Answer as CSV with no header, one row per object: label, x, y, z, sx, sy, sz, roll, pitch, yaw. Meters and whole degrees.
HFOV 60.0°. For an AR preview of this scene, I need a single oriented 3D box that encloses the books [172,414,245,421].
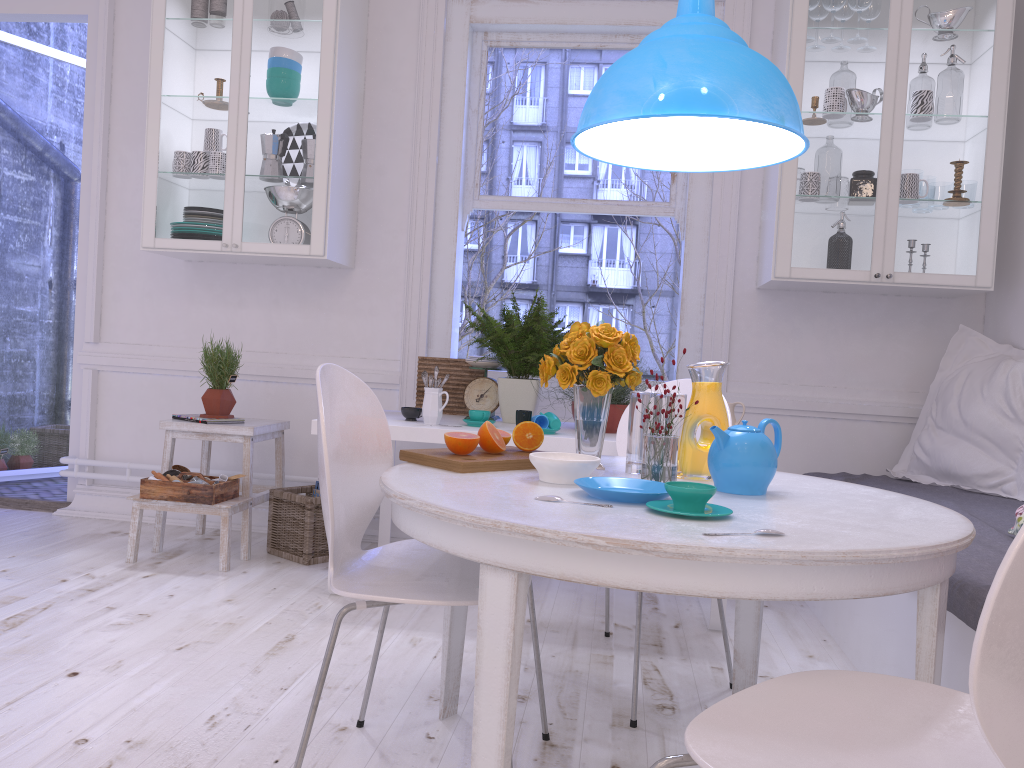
books,-1.263,0.139,3.690,0.246,0.007,0.180,5,2,37

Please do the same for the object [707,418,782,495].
object,0.481,0.146,1.826,0.156,0.151,0.150,4,2,10

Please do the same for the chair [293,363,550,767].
chair,-0.162,0.394,1.774,0.483,0.845,0.604,4,2,7

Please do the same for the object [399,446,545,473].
object,-0.054,0.171,2.044,0.347,0.024,0.224,2,2,-43

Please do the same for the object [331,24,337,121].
object,-1.114,-1.203,3.901,0.811,0.651,0.376,4,2,7

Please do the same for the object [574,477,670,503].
object,0.213,0.199,1.656,0.196,0.023,0.196,3,2,-6

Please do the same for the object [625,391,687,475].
object,0.331,0.113,2.037,0.101,0.186,0.122,5,2,37

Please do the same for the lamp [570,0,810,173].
lamp,0.484,-1.546,2.128,0.568,1.948,0.568,5,2,41

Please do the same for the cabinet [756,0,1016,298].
cabinet,1.480,-1.038,3.566,0.823,1.311,0.425,4,2,7

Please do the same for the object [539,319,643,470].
object,0.187,0.021,2.061,0.234,0.351,0.235,2,2,-28

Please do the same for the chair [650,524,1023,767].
chair,0.435,0.452,1.062,0.483,0.845,0.604,5,2,42

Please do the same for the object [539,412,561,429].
object,0.132,0.128,3.074,0.069,0.059,0.082,3,2,-15

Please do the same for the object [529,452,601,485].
object,0.107,0.174,1.820,0.147,0.052,0.147,2,2,-41

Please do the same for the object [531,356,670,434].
object,0.363,0.012,3.316,0.668,0.367,0.531,5,2,31

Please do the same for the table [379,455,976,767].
table,0.286,0.526,1.819,1.140,0.629,1.140,5,2,36

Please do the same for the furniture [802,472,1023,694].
furniture,1.307,0.642,1.989,0.769,0.508,3.296,4,2,7

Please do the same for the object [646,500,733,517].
object,0.303,0.215,1.517,0.147,0.011,0.147,4,2,9

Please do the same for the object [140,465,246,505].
object,-1.236,0.390,3.452,0.358,0.110,0.211,4,2,9

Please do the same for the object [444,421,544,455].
object,-0.057,0.121,2.068,0.129,0.075,0.285,5,2,43

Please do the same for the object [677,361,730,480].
object,0.436,0.080,1.997,0.094,0.267,0.116,5,2,34

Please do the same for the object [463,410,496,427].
object,-0.118,0.125,3.205,0.121,0.055,0.121,2,2,-43

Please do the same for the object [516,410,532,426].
object,0.035,0.129,3.013,0.055,0.077,0.070,5,2,32

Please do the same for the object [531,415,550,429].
object,0.094,0.133,3.066,0.069,0.058,0.080,3,2,-20

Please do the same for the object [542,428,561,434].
object,0.108,0.160,3.069,0.121,0.021,0.121,2,2,-43

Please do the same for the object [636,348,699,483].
object,0.316,0.068,1.817,0.128,0.287,0.128,4,2,9

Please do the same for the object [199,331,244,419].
object,-1.201,-0.044,3.668,0.186,0.367,0.196,2,2,-38

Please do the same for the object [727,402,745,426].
object,0.785,0.128,3.299,0.127,0.152,0.115,3,2,-11

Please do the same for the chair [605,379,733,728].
chair,0.326,0.399,2.513,0.483,0.845,0.604,2,2,-38

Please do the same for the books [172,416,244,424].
books,-1.263,0.148,3.690,0.246,0.011,0.180,5,2,37

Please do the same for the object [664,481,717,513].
object,0.304,0.195,1.517,0.088,0.043,0.088,4,2,14

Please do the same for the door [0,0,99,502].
door,-2.445,-0.660,4.832,1.009,2.474,1.021,4,2,7

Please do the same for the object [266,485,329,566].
object,-0.824,0.581,3.705,0.276,0.270,0.276,5,2,40

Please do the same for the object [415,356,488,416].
object,-0.253,0.011,3.713,0.294,0.237,0.028,4,2,7

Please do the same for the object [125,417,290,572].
object,-1.229,0.425,3.660,0.418,0.534,0.599,4,2,7

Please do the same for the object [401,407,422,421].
object,-0.370,0.111,3.268,0.079,0.048,0.082,2,2,-33

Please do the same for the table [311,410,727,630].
table,0.087,0.471,3.335,1.514,0.619,0.736,4,2,7

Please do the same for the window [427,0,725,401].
window,0.276,-0.821,4.060,1.234,1.782,0.181,4,2,7

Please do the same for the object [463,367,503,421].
object,-0.112,0.038,3.589,0.159,0.208,0.185,4,2,7

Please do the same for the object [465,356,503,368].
object,-0.108,-0.089,3.596,0.163,0.047,0.164,2,2,-34

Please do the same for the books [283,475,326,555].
books,-0.813,0.547,3.713,0.221,0.306,0.205,5,2,40

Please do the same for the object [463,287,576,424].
object,0.026,-0.111,3.452,0.438,0.527,0.368,4,2,7

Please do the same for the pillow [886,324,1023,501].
pillow,1.776,0.086,3.393,0.374,0.642,0.677,3,2,-23

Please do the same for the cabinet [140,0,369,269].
cabinet,-1.116,-1.203,3.879,0.823,1.311,0.425,4,2,7

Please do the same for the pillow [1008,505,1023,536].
pillow,1.486,0.219,1.989,0.509,0.447,0.592,4,2,12
